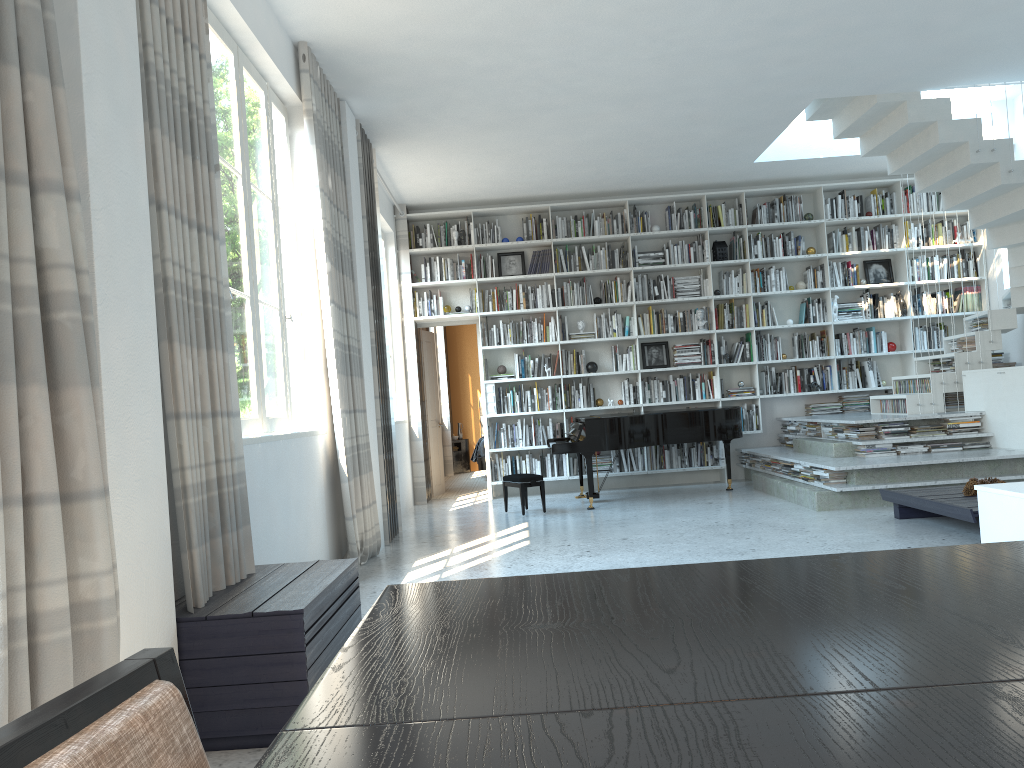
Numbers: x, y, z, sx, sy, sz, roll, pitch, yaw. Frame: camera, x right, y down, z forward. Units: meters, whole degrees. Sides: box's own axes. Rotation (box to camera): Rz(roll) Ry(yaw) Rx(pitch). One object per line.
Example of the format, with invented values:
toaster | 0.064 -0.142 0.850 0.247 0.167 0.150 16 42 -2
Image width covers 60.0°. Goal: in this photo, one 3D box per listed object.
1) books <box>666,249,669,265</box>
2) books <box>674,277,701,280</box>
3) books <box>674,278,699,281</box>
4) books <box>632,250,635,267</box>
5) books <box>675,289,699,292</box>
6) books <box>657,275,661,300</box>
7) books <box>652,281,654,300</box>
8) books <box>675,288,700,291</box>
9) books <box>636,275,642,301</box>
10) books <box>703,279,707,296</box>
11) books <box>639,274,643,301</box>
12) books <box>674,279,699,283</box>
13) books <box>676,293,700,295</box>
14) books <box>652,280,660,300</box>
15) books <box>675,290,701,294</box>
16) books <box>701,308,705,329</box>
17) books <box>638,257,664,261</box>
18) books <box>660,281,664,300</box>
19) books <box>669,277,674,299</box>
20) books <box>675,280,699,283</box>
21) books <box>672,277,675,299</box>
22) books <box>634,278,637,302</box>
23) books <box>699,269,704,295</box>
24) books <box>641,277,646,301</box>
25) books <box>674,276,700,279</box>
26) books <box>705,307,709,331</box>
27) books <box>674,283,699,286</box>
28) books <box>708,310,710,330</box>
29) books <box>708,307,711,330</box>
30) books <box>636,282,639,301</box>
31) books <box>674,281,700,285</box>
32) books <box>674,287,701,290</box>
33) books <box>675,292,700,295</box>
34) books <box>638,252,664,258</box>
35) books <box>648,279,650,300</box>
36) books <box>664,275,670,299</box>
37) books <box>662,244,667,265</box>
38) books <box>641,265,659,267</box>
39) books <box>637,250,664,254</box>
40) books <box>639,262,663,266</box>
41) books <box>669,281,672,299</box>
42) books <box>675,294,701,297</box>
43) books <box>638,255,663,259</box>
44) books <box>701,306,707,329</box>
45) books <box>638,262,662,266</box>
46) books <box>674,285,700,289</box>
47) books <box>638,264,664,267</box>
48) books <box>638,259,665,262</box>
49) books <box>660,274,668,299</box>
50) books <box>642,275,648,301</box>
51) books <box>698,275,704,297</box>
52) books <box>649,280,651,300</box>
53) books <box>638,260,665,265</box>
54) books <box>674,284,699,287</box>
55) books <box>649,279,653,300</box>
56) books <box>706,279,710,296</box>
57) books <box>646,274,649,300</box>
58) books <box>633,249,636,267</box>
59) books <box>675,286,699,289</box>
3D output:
books | 1.690 -1.368 9.719 0.025 0.187 0.193 -4 -1 0
books | 1.904 -1.149 9.720 0.285 0.012 0.159 -4 -2 -5
books | 1.905 -1.136 9.731 0.254 0.012 0.161 -4 -2 0
books | 1.319 -1.349 9.718 0.027 0.201 0.167 -4 -1 0
books | 1.914 -1.014 9.725 0.254 0.012 0.161 -4 -2 2
books | 1.613 -1.044 9.729 0.022 0.285 0.130 -4 -1 0
books | 1.531 -1.015 9.722 0.011 0.239 0.147 -4 -1 0
books | 1.913 -1.026 9.725 0.254 0.012 0.161 -4 -2 -2
books | 1.394 -1.034 9.720 0.026 0.297 0.179 -4 -1 0
books | 2.102 -1.035 9.723 0.029 0.198 0.172 -4 -1 0
books | 1.413 -1.043 9.739 0.014 0.313 0.133 -4 -1 0
books | 1.906 -1.124 9.727 0.254 0.012 0.161 -4 -2 2
books | 1.917 -0.977 9.729 0.254 0.012 0.161 -4 -2 0
books | 1.570 -1.016 9.716 0.066 0.236 0.153 -4 -1 0
books | 1.915 -1.002 9.723 0.285 0.012 0.159 -4 -2 -3
books | 2.083 -0.695 9.718 0.025 0.259 0.130 -4 -1 0
books | 1.517 -1.358 9.725 0.285 0.024 0.159 -4 -2 5
books | 1.638 -1.011 9.722 0.024 0.216 0.148 -4 -1 0
books | 1.742 -1.033 9.717 0.015 0.245 0.183 -4 -1 0
books | 1.907 -1.111 9.720 0.254 0.012 0.161 -4 -2 5
books | 1.756 -1.035 9.704 0.013 0.247 0.176 -4 -1 0
books | 1.342 -1.015 9.723 0.026 0.267 0.170 -4 -1 0
books | 2.077 -1.093 9.727 0.012 0.319 0.140 -4 -1 0
books | 1.434 -1.022 9.713 0.025 0.266 0.185 -4 -1 0
books | 1.903 -1.160 9.727 0.285 0.012 0.159 -4 -2 2
books | 2.127 -0.701 9.712 0.014 0.266 0.154 -4 -1 0
books | 1.909 -1.086 9.726 0.254 0.012 0.161 -4 -2 2
books | 2.141 -0.700 9.724 0.014 0.261 0.137 -4 -1 0
books | 2.160 -0.703 9.731 0.023 0.264 0.107 -4 -1 0
books | 1.370 -0.997 9.738 0.027 0.228 0.147 -4 -1 0
books | 1.908 -1.098 9.729 0.285 0.012 0.159 -4 -2 -1
books | 1.912 -1.038 9.728 0.285 0.012 0.159 -4 -2 1
books | 1.916 -0.990 9.727 0.254 0.012 0.161 -4 -2 -1
books | 1.514 -1.407 9.733 0.285 0.024 0.159 -4 -2 2
books | 1.492 -1.018 9.725 0.011 0.252 0.153 -4 -1 0
books | 1.699 -1.042 9.710 0.021 0.269 0.191 -4 -1 0
books | 1.669 -1.400 9.724 0.012 0.254 0.161 -4 -1 0
books | 1.521 -1.280 9.727 0.254 0.012 0.161 -4 -2 4
books | 1.512 -1.431 9.738 0.285 0.024 0.159 -4 -2 0
books | 1.520 -1.304 9.725 0.254 0.012 0.161 -4 -2 5
books | 1.723 -1.017 9.725 0.024 0.216 0.132 -4 -1 0
books | 1.918 -0.965 9.727 0.285 0.012 0.159 -4 -2 1
books | 1.515 -1.383 9.728 0.254 0.025 0.161 -4 -2 -4
books | 2.107 -0.706 9.729 0.025 0.279 0.108 -4 -1 0
books | 1.519 -1.316 9.730 0.254 0.012 0.161 -4 -2 -3
books | 1.910 -1.062 9.724 0.285 0.012 0.159 -4 -2 3
books | 1.520 -1.292 9.729 0.285 0.012 0.159 -4 -2 3
books | 1.517 -1.340 9.732 0.285 0.012 0.159 -4 -2 -2
books | 1.663 -1.050 9.725 0.049 0.291 0.162 -4 -1 0
books | 1.460 -1.038 9.731 0.029 0.295 0.151 -4 -1 0
books | 2.067 -1.061 9.711 0.012 0.254 0.161 -4 -1 0
books | 1.505 -1.010 9.725 0.014 0.233 0.147 -4 -1 0
books | 1.518 -1.328 9.730 0.285 0.012 0.159 -4 -2 -3
books | 1.909 -1.074 9.724 0.254 0.012 0.161 -4 -2 -3
books | 1.518 -1.019 9.721 0.014 0.250 0.172 -4 -1 0
books | 2.132 -1.040 9.729 0.030 0.205 0.158 -4 -1 0
books | 1.479 -1.042 9.723 0.011 0.300 0.179 -4 -1 0
books | 1.338 -1.358 9.731 0.013 0.218 0.141 -4 -1 0
books | 1.911 -1.050 9.728 0.254 0.012 0.161 -4 -2 1
